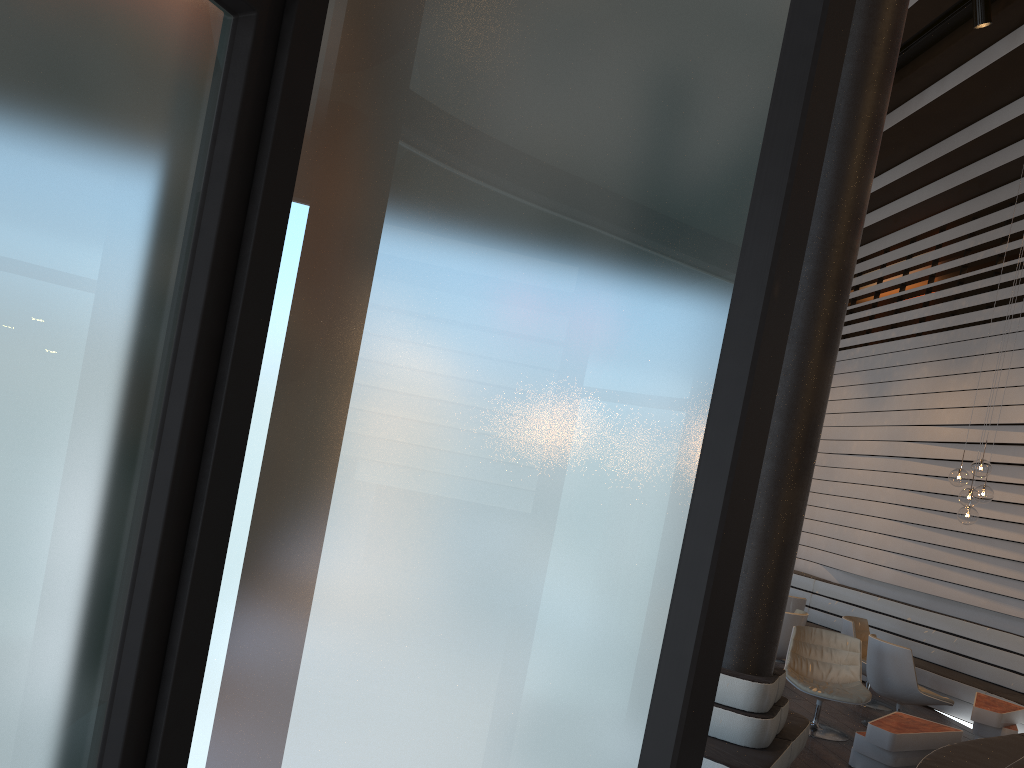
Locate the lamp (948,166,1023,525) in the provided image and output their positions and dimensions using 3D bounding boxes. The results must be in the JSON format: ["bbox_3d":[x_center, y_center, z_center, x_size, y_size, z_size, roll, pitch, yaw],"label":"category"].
[{"bbox_3d":[4.444,-1.066,7.795,0.331,4.722,0.533,12,2,45],"label":"lamp"}]

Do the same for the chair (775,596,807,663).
[{"bbox_3d":[2.949,2.729,10.061,0.656,0.767,0.711,11,-1,0],"label":"chair"}]

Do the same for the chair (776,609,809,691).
[{"bbox_3d":[2.406,2.493,8.471,0.707,0.767,0.659,10,-1,33],"label":"chair"}]

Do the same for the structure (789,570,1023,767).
[{"bbox_3d":[2.956,2.742,11.191,5.781,0.928,18.216,12,-5,-10],"label":"structure"}]

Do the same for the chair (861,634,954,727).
[{"bbox_3d":[3.358,2.601,7.549,0.711,0.767,0.656,11,-1,-8],"label":"chair"}]

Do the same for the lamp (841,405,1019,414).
[{"bbox_3d":[4.125,-1.547,1.464,9.042,4.615,41.953,11,-5,-7],"label":"lamp"}]

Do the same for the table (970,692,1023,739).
[{"bbox_3d":[4.216,2.978,7.666,0.412,0.370,0.911,10,-4,30],"label":"table"}]

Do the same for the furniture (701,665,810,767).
[{"bbox_3d":[1.100,2.017,5.471,1.270,0.722,1.781,9,-4,28],"label":"furniture"}]

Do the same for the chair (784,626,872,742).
[{"bbox_3d":[2.499,2.395,7.060,0.655,0.767,0.712,11,-1,9],"label":"chair"}]

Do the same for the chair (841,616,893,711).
[{"bbox_3d":[3.509,2.714,8.564,0.707,0.767,0.660,10,-1,37],"label":"chair"}]

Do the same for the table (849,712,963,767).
[{"bbox_3d":[2.736,2.575,6.246,0.910,0.371,0.412,14,-3,-35],"label":"table"}]
